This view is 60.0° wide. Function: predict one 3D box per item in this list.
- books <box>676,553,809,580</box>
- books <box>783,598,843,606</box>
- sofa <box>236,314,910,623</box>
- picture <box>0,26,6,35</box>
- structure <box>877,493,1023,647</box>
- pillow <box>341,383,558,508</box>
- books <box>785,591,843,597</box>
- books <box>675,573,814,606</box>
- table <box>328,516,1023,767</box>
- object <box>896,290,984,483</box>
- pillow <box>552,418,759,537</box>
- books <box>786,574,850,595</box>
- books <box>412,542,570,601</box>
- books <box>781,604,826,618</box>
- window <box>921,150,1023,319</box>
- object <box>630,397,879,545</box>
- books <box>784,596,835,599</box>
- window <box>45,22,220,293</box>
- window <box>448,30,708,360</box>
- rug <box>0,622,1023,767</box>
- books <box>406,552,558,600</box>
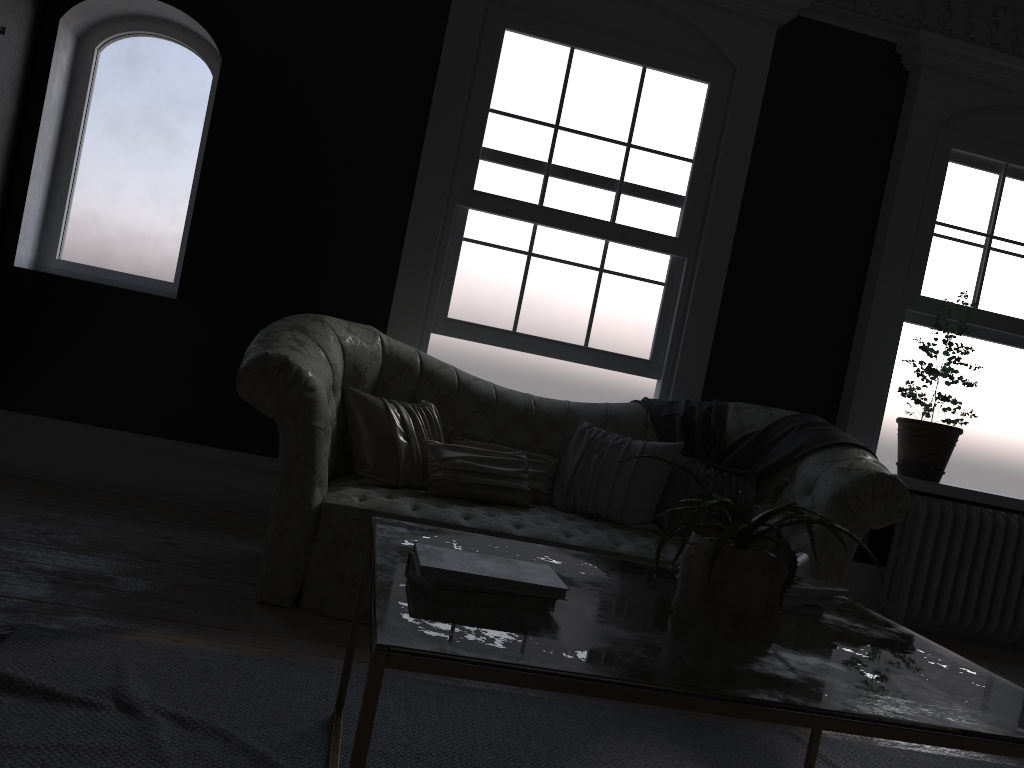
[{"bbox_3d":[0.610,0.478,2.313,0.272,0.109,0.322,12,0,26],"label":"books"},{"bbox_3d":[0.665,0.535,2.344,0.319,0.011,0.252,11,0,-28],"label":"books"},{"bbox_3d":[0.169,0.479,4.216,2.814,1.161,1.604,11,1,-9],"label":"sofa"},{"bbox_3d":[-2.128,-1.230,2.008,0.058,0.771,4.453,11,0,-9],"label":"picture"},{"bbox_3d":[2.774,1.158,5.335,1.142,0.849,0.276,11,1,-9],"label":"structure"},{"bbox_3d":[-0.269,0.302,4.065,1.106,0.416,0.528,11,1,-9],"label":"pillow"},{"bbox_3d":[0.673,0.514,2.335,0.319,0.011,0.252,11,0,-38],"label":"books"},{"bbox_3d":[0.623,0.537,2.328,0.319,0.011,0.252,11,0,-43],"label":"books"},{"bbox_3d":[0.346,0.798,2.042,1.450,0.558,1.091,11,0,-9],"label":"table"},{"bbox_3d":[2.553,0.014,5.301,0.473,1.134,0.506,12,1,31],"label":"object"},{"bbox_3d":[0.699,0.475,4.252,0.964,0.462,0.405,11,1,-2],"label":"pillow"},{"bbox_3d":[0.683,0.506,2.335,0.319,0.011,0.252,11,0,-33],"label":"books"},{"bbox_3d":[-0.051,0.392,1.869,0.307,0.024,0.220,11,0,-9],"label":"books"},{"bbox_3d":[0.683,0.566,2.345,0.231,0.023,0.162,11,0,-9],"label":"books"},{"bbox_3d":[3.131,-0.831,5.496,1.263,1.017,0.056,11,1,-9],"label":"window"},{"bbox_3d":[1.141,0.381,4.468,1.364,0.585,0.518,12,1,40],"label":"object"},{"bbox_3d":[0.653,0.521,2.339,0.319,0.011,0.252,11,0,-38],"label":"books"},{"bbox_3d":[-2.117,-1.304,5.048,0.740,1.457,0.112,11,1,-9],"label":"window"},{"bbox_3d":[0.383,-1.049,5.046,1.263,1.672,0.056,11,1,-9],"label":"window"},{"bbox_3d":[0.362,1.074,1.908,3.647,0.050,2.104,11,0,-9],"label":"rug"},{"bbox_3d":[-0.063,0.417,1.935,0.290,0.030,0.192,11,0,-25],"label":"books"}]
